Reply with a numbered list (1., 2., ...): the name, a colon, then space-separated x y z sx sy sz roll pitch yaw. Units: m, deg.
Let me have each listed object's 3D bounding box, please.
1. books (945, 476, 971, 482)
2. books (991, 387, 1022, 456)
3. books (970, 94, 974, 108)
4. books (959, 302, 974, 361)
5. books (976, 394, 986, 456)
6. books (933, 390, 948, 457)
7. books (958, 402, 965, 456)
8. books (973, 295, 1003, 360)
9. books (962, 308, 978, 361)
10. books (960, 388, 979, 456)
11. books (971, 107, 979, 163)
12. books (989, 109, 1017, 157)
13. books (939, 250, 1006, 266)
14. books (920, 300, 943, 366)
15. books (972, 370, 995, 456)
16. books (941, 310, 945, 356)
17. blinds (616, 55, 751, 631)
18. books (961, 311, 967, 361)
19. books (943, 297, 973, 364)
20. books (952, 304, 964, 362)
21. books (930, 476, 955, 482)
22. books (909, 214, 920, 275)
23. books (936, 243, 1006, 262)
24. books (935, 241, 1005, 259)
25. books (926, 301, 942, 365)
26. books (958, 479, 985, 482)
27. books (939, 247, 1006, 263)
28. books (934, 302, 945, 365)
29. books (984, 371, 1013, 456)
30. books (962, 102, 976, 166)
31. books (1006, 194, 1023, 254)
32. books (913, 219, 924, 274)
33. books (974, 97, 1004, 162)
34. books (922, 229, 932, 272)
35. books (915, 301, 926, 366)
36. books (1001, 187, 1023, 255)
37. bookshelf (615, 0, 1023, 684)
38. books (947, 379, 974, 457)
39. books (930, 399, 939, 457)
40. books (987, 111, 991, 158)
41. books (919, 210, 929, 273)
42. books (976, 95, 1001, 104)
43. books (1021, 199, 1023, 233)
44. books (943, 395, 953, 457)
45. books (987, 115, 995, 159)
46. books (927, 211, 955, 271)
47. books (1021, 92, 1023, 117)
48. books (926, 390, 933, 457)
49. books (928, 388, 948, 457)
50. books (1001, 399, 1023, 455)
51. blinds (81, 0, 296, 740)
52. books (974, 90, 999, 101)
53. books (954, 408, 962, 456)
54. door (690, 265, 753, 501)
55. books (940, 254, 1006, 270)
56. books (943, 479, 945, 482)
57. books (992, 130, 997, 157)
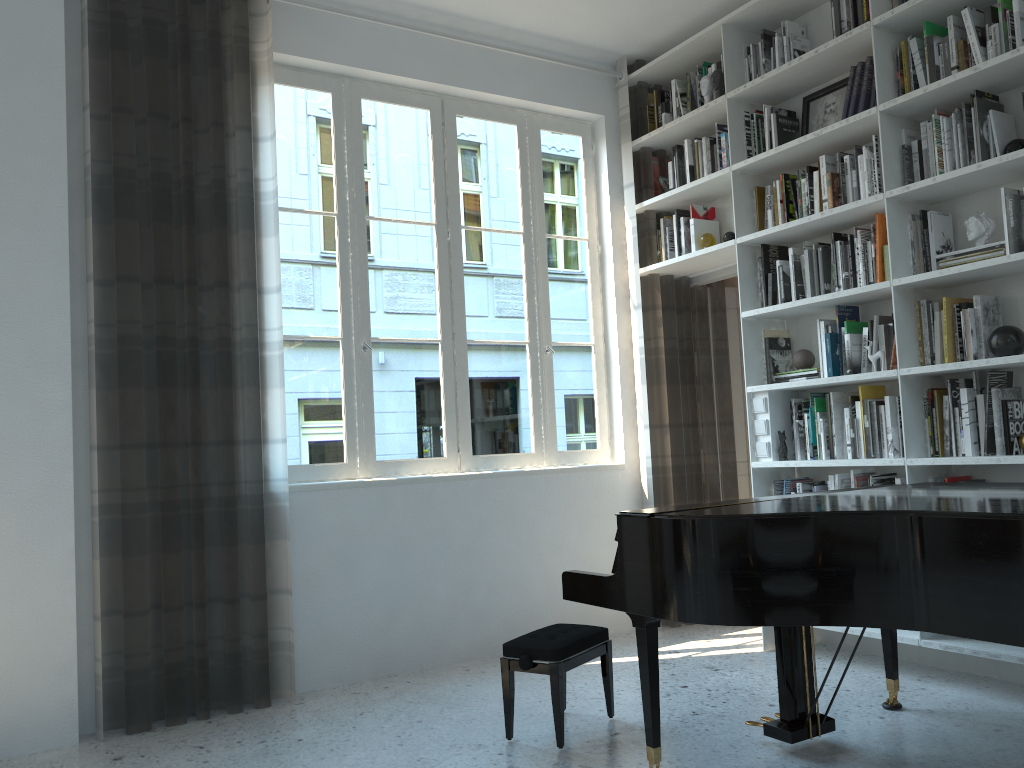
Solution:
1. books: 1.837 0.524 3.628 0.161 0.287 0.013 -1 -4 -31
2. books: 1.928 0.144 3.441 0.163 0.261 0.027 -1 -4 -31
3. books: 1.880 -0.983 3.523 0.153 0.320 0.004 -1 -4 -31
4. books: 1.869 -0.203 3.582 0.142 0.247 0.028 -1 -4 -31
5. books: 1.904 0.161 3.516 0.135 0.240 0.029 -1 -4 -31
6. books: 1.801 0.160 3.643 0.181 0.272 0.012 -1 -4 -31
7. books: 1.859 0.180 3.563 0.172 0.215 0.021 -1 -4 -31
8. books: 1.895 -0.218 3.522 0.144 0.265 0.028 -1 -4 -31
9. books: 1.869 -0.191 3.536 0.175 0.216 0.028 -1 -4 -31
10. books: 1.867 0.151 3.542 0.185 0.269 0.027 -1 -4 -31
11. books: 1.879 -0.954 3.511 0.158 0.261 0.010 -1 -4 -31
12. books: 1.923 -0.946 3.450 0.147 0.232 0.031 -1 -4 -31
13. books: 1.869 -0.494 3.538 0.161 0.012 0.254 0 -5 -36
14. books: 1.773 -0.207 3.705 0.145 0.284 0.025 -1 -4 -31
15. books: 1.897 0.114 3.541 0.138 0.338 0.013 -1 -4 -31
16. books: 1.821 -0.187 3.630 0.153 0.228 0.025 -1 -4 -31
17. blinds: 1.022 -0.258 5.187 0.776 3.228 0.140 -1 -4 -31
18. books: 1.863 -0.185 3.554 0.180 0.207 0.011 -1 -4 -31
19. books: 1.815 -0.212 3.599 0.190 0.274 0.026 -1 -4 -31
20. books: 1.844 -0.199 3.591 0.153 0.243 0.014 -1 -4 -31
21. books: 1.803 0.531 3.690 0.159 0.285 0.012 -1 -4 -31
22. books: 1.747 -0.571 3.759 0.159 0.285 0.012 -1 -4 -31
23. books: 1.874 -0.518 3.543 0.159 0.012 0.285 0 -5 -29
24. books: 1.869 -0.530 3.541 0.159 0.012 0.285 0 -5 -35
25. books: 1.791 -0.205 3.686 0.154 0.275 0.026 -1 -4 -31
26. books: 1.871 0.526 3.587 0.146 0.273 0.026 -1 -4 -31
27. books: 1.872 -0.506 3.541 0.161 0.012 0.254 0 -5 -34
28. books: 1.801 -0.202 3.656 0.166 0.263 0.036 -1 -4 -31
29. books: 1.908 0.114 3.477 0.166 0.328 0.050 -1 -4 -31
30. books: 1.859 -0.966 3.531 0.176 0.291 0.011 -1 -4 -31
31. books: 1.954 -0.591 3.379 0.174 0.247 0.030 -1 -4 -31
32. books: 1.751 -0.558 3.740 0.134 0.257 0.024 -1 -4 -31
33. books: 1.883 -0.969 3.480 0.189 0.287 0.011 -1 -4 -31
34. books: 1.779 -0.538 3.708 0.136 0.209 0.034 -1 -4 -31
35. books: 1.765 -0.205 3.736 0.159 0.285 0.012 -1 -4 -31
36. books: 1.941 -0.607 3.409 0.159 0.285 0.012 -1 -4 -31
37. bookshelf: 2.456 -0.470 2.472 0.330 3.140 6.302 -1 -5 -31
38. books: 1.834 0.135 3.601 0.166 0.313 0.014 -1 -4 -31
39. books: 1.798 0.178 3.664 0.157 0.239 0.030 -1 -4 -31
40. books: 1.918 -0.945 3.488 0.134 0.236 0.009 -1 -4 -31
41. books: 1.775 -0.580 3.736 0.135 0.297 0.011 -1 -4 -31
42. books: 1.894 -0.977 3.502 0.162 0.305 0.005 -1 -4 -31
43. books: 1.993 -0.583 3.370 0.137 0.227 0.024 -1 -4 -31
44. books: 1.822 0.170 3.624 0.162 0.248 0.042 -1 -4 -31
45. books: 1.918 -0.937 3.475 0.151 0.218 0.012 -1 -4 -31
46. books: 1.787 -0.575 3.684 0.136 0.277 0.021 -1 -4 -31
47. books: 1.986 -0.968 3.359 0.161 0.254 0.005 -1 -4 -31
48. books: 1.789 0.163 3.701 0.147 0.275 0.013 -1 -4 -31
49. books: 1.788 0.158 3.685 0.146 0.283 0.013 -1 -4 -31
50. books: 1.955 0.166 3.426 0.160 0.212 0.023 -1 -4 -31
51. blinds: -1.360 -0.246 3.730 0.776 3.228 0.140 -1 -4 -31
52. books: 1.892 -0.990 3.508 0.161 0.331 0.005 -1 -4 -31
53. books: 1.851 0.191 3.584 0.157 0.196 0.024 -1 -4 -31
54. door: 1.592 0.335 5.080 0.786 1.979 0.834 -1 -4 -31
55. books: 1.872 -0.481 3.539 0.161 0.012 0.254 0 -5 -35
56. books: 1.829 0.528 3.636 0.149 0.282 0.010 -1 -4 -31
57. books: 1.921 -0.933 3.467 0.132 0.209 0.004 -1 -4 -31
